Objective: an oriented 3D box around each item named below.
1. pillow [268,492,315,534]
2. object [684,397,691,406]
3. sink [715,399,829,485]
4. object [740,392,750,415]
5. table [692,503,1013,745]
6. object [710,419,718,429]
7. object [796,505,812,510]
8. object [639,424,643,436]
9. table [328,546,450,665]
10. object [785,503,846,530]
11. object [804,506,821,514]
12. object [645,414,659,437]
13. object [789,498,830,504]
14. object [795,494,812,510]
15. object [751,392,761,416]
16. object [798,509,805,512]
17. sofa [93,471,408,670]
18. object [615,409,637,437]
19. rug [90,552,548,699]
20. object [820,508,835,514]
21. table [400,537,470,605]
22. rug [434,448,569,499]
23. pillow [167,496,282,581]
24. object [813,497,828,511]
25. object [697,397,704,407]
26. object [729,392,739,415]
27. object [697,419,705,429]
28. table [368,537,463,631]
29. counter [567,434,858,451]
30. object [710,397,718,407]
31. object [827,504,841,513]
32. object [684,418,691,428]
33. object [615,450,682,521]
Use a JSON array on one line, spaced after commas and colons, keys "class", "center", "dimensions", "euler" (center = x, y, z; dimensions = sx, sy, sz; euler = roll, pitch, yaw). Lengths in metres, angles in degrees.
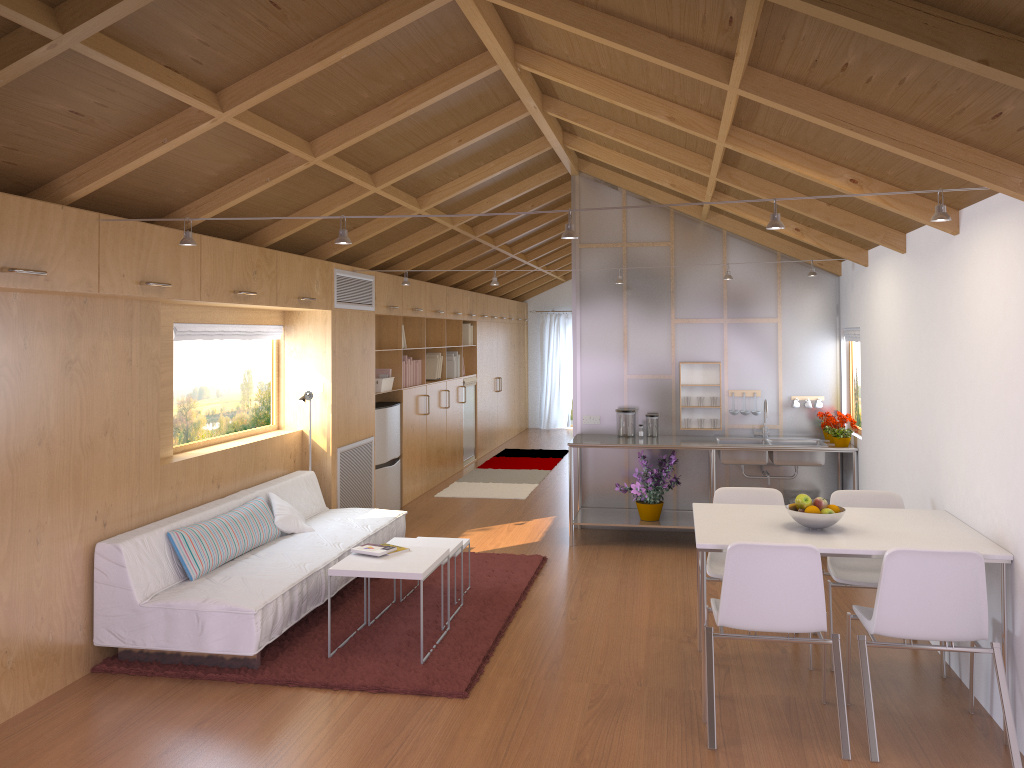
[{"class": "pillow", "center": [-1.417, 0.825, 5.655], "dimensions": [0.267, 0.252, 0.346], "euler": [-1, 2, -26]}, {"class": "object", "center": [1.424, 0.143, 7.172], "dimensions": [0.061, 0.077, 0.061], "euler": [0, 0, 23]}, {"class": "sink", "center": [1.981, 0.444, 6.811], "dimensions": [0.810, 0.641, 0.563], "euler": [0, 1, 11]}, {"class": "object", "center": [1.869, 0.161, 7.088], "dimensions": [0.074, 0.183, 0.074], "euler": [-1, -1, 42]}, {"class": "table", "center": [1.440, 1.008, 3.977], "dimensions": [1.209, 0.744, 0.899], "euler": [0, 1, 11]}, {"class": "object", "center": [1.629, 0.321, 7.130], "dimensions": [0.061, 0.077, 0.061], "euler": [0, 0, -15]}, {"class": "object", "center": [1.320, 0.551, 3.999], "dimensions": [0.067, 0.068, 0.067], "euler": [-1, 1, -14]}, {"class": "object", "center": [1.035, 0.371, 7.088], "dimensions": [0.037, 0.092, 0.037], "euler": [-1, -1, 26]}, {"class": "table", "center": [-0.624, 1.123, 4.585], "dimensions": [0.485, 0.439, 0.524], "euler": [0, 1, 11]}, {"class": "object", "center": [1.346, 0.596, 3.921], "dimensions": [0.255, 0.090, 0.255], "euler": [-2, 3, -37]}, {"class": "object", "center": [1.313, 0.565, 3.863], "dimensions": [0.067, 0.068, 0.067], "euler": [-1, 1, -14]}, {"class": "object", "center": [1.138, 0.337, 7.168], "dimensions": [0.113, 0.177, 0.113], "euler": [0, 0, 31]}, {"class": "object", "center": [2.260, 0.979, 6.650], "dimensions": [0.298, 0.159, 0.414], "euler": [0, 3, 11]}, {"class": "object", "center": [1.288, 0.521, 3.908], "dimensions": [0.070, 0.069, 0.077], "euler": [0, 1, 11]}, {"class": "object", "center": [1.953, 0.161, 7.072], "dimensions": [0.074, 0.183, 0.074], "euler": [-1, -1, 42]}, {"class": "object", "center": [1.311, 0.581, 3.933], "dimensions": [0.080, 0.089, 0.078], "euler": [-1, 1, -30]}, {"class": "sofa", "center": [-1.378, 1.009, 5.293], "dimensions": [0.862, 0.629, 2.356], "euler": [0, 3, 11]}, {"class": "object", "center": [0.928, 0.316, 7.187], "dimensions": [0.172, 0.216, 0.172], "euler": [0, 0, 24]}, {"class": "rug", "center": [-0.909, 1.319, 5.310], "dimensions": [1.885, 0.020, 2.482], "euler": [0, 3, 11]}, {"class": "object", "center": [1.380, 0.578, 3.866], "dimensions": [0.070, 0.069, 0.077], "euler": [0, 1, 11]}, {"class": "table", "center": [-0.466, 1.141, 5.431], "dimensions": [0.342, 0.309, 0.369], "euler": [0, 1, 11]}, {"class": "rug", "center": [0.013, 1.028, 10.577], "dimensions": [0.916, 0.011, 3.723], "euler": [0, 3, 11]}, {"class": "pillow", "center": [-1.608, 0.861, 5.056], "dimensions": [0.171, 0.251, 1.042], "euler": [0, 3, 10]}, {"class": "object", "center": [1.364, 0.535, 3.916], "dimensions": [0.061, 0.067, 0.063], "euler": [-1, 1, -41]}, {"class": "object", "center": [1.526, 0.143, 7.153], "dimensions": [0.061, 0.077, 0.061], "euler": [0, 0, -15]}, {"class": "object", "center": [1.784, 0.160, 7.104], "dimensions": [0.074, 0.183, 0.074], "euler": [-1, -1, 42]}, {"class": "object", "center": [1.527, 0.321, 7.149], "dimensions": [0.061, 0.077, 0.061], "euler": [0, 0, -15]}, {"class": "table", "center": [-0.540, 1.125, 5.038], "dimensions": [0.424, 0.383, 0.459], "euler": [0, 1, 11]}, {"class": "counter", "center": [1.516, 0.450, 6.870], "dimensions": [2.109, 0.021, 0.650], "euler": [0, 3, 11]}, {"class": "object", "center": [1.628, 0.144, 7.135], "dimensions": [0.061, 0.077, 0.061], "euler": [0, 0, -15]}, {"class": "object", "center": [1.422, 0.569, 3.921], "dimensions": [0.067, 0.066, 0.067], "euler": [-1, 1, -35]}, {"class": "object", "center": [1.425, 0.320, 7.168], "dimensions": [0.061, 0.077, 0.061], "euler": [0, 0, 23]}, {"class": "object", "center": [1.065, 0.776, 6.832], "dimensions": [0.525, 0.553, 0.351], "euler": [0, 0, 2]}]
